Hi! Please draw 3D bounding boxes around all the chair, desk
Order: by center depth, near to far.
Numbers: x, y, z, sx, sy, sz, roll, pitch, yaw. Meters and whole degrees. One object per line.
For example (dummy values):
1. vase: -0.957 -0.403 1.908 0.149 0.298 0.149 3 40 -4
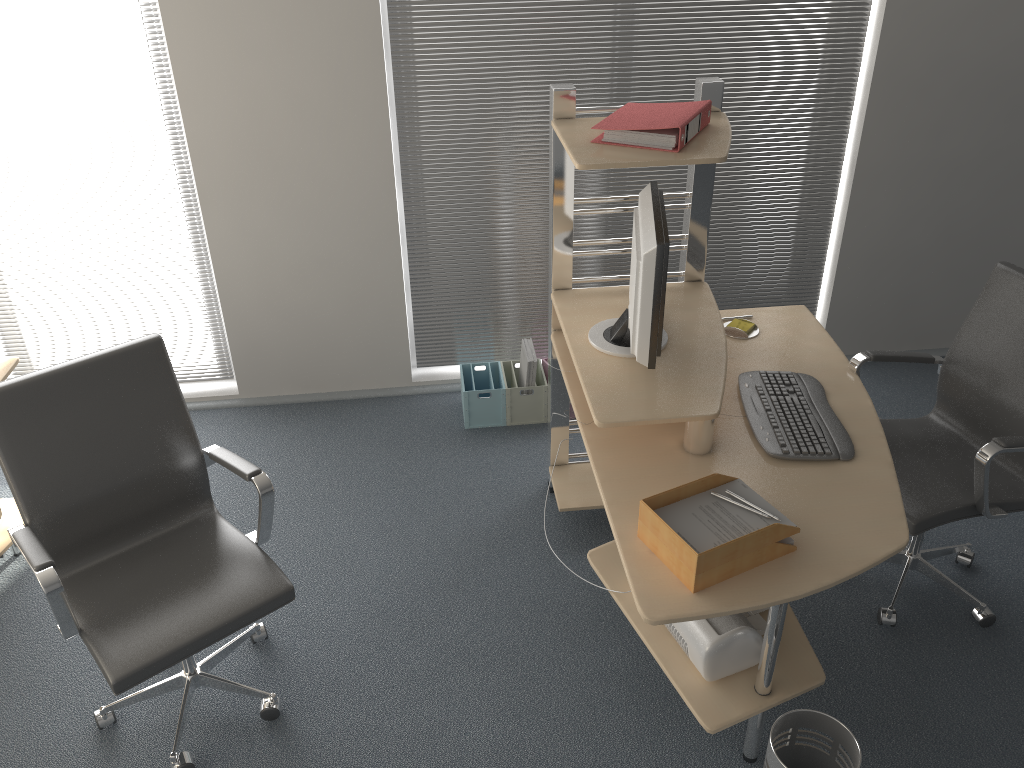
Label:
1. desk: -2.091 0.272 2.354 0.967 1.566 1.469 -4 31 -5
2. chair: -0.969 0.504 2.436 0.584 1.048 0.652 -25 38 -34
3. desk: 0.686 0.072 2.598 0.967 1.566 1.469 -4 31 -5
4. chair: 1.370 0.230 2.816 0.652 1.048 0.584 -11 33 -17

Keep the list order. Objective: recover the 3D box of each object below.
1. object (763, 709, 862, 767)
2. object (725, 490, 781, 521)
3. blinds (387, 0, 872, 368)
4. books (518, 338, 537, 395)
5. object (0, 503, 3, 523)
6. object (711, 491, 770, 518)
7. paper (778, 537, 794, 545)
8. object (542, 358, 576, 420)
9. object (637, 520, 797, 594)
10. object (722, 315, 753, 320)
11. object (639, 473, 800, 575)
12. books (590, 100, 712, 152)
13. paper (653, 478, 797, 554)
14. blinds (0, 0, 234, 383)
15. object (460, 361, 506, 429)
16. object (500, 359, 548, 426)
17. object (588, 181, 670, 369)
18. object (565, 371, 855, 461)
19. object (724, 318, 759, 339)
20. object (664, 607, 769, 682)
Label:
1. object: 0.722 1.016 2.196 0.208 0.377 0.208 21 37 32
2. object: 0.590 0.298 2.171 0.008 0.009 0.159 -26 39 -35
3. blinds: 0.492 -1.338 3.602 1.950 2.770 0.022 -4 31 -5
4. books: 0.067 -0.022 3.974 0.068 0.306 0.220 -4 31 -5
5. object: -2.066 0.368 3.032 0.471 0.422 0.199 -4 31 -5
6. object: 0.560 0.297 2.174 0.159 0.009 0.008 22 38 33
7. paper: 0.500 0.375 2.164 0.297 0.019 0.210 -16 34 -23
8. object: 0.274 0.009 4.052 0.185 0.202 0.245 -14 33 -20
9. object: 0.499 0.364 2.157 0.309 0.060 0.225 -16 34 -23
10. object: 0.790 -0.236 3.190 0.158 0.011 0.011 -6 31 -8
11. object: 0.498 0.316 2.128 0.309 0.060 0.225 -16 34 -23
12. books: 0.411 -0.768 2.587 0.262 0.072 0.320 13 34 22
13. paper: 0.499 0.330 2.137 0.297 0.010 0.210 -16 34 -23
14. blinds: -2.291 -1.137 3.355 1.950 2.749 0.037 -4 31 -5
15. object: -0.131 0.052 3.993 0.185 0.202 0.245 -4 31 -5
16. object: 0.053 0.039 4.009 0.185 0.202 0.245 -4 31 -5
17. object: 0.359 -0.325 2.652 0.245 0.418 0.516 7 32 14
18. object: 0.564 0.106 2.664 0.814 0.082 0.478 0 31 2
19. object: 0.802 -0.201 3.116 0.132 0.026 0.132 -4 31 -5
20. object: 0.584 0.597 2.541 0.351 0.162 0.438 -13 33 -18
